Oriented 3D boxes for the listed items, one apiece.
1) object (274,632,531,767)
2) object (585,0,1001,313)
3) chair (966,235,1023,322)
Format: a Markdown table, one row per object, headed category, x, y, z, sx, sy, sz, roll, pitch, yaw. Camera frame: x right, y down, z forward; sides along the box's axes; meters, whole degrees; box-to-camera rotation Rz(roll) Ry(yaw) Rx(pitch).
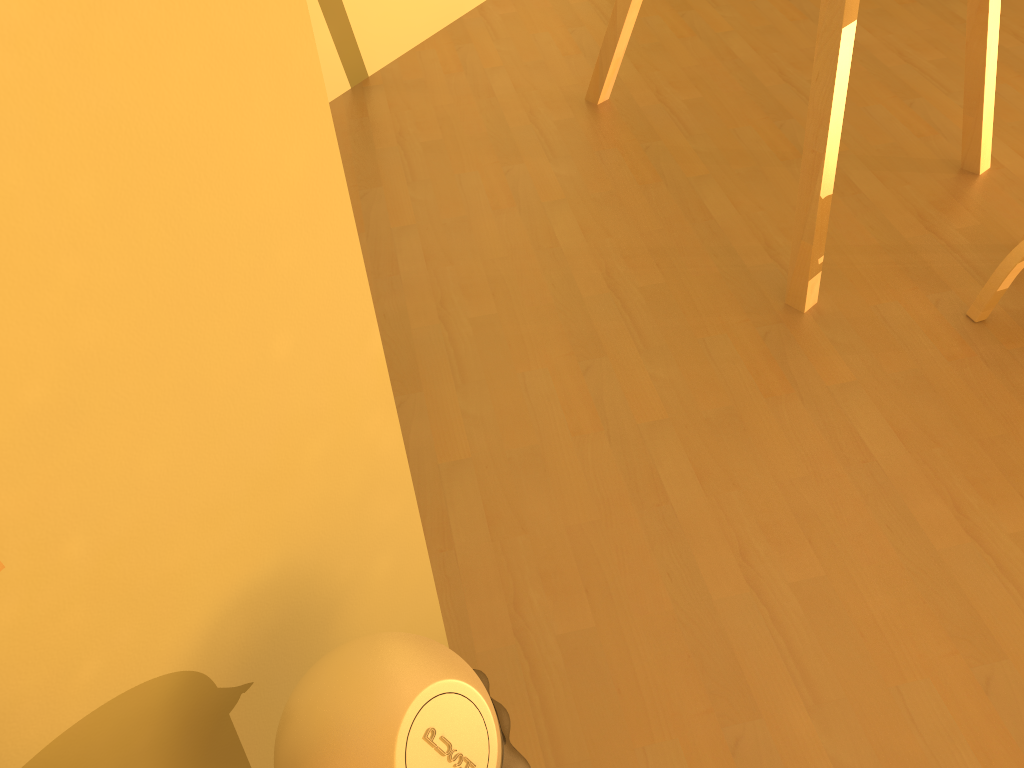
| category | x | y | z | sx | sy | sz | roll | pitch | yaw |
| --- | --- | --- | --- | --- | --- | --- | --- | --- | --- |
| object | -0.108 | 0.463 | 0.970 | 0.248 | 0.535 | 0.255 | -19 | 46 | -13 |
| object | 0.579 | -1.099 | 1.605 | 1.132 | 1.896 | 0.972 | 9 | 46 | 13 |
| chair | 1.129 | -0.380 | 1.705 | 0.364 | 0.551 | 0.348 | 33 | 56 | 32 |
